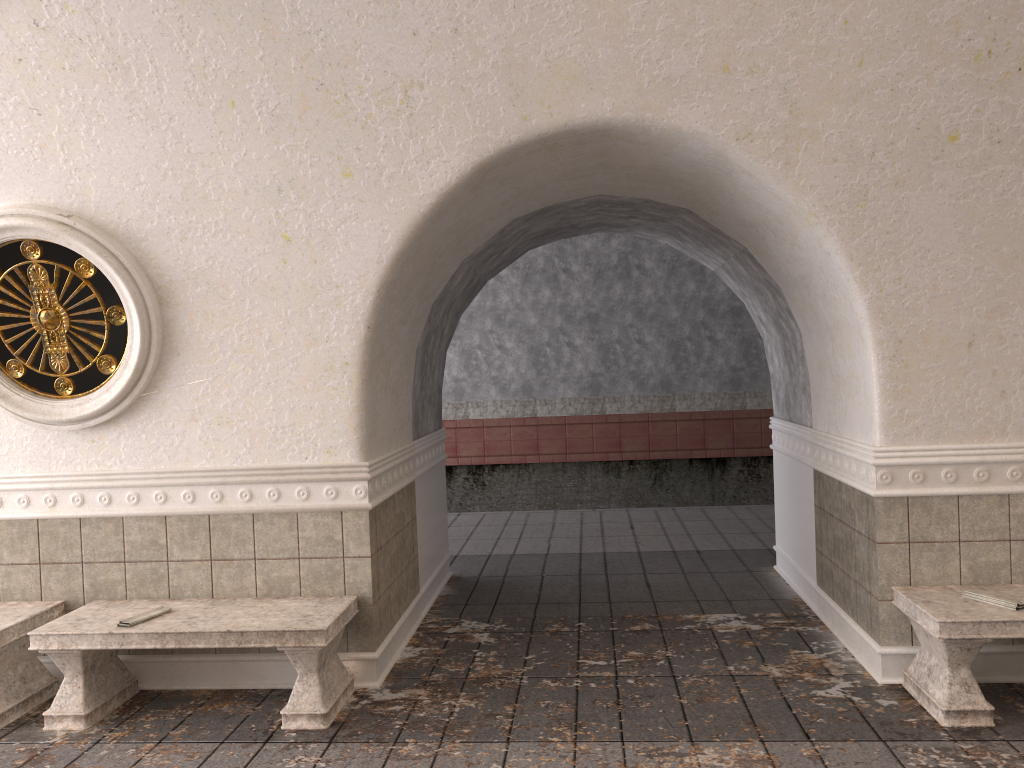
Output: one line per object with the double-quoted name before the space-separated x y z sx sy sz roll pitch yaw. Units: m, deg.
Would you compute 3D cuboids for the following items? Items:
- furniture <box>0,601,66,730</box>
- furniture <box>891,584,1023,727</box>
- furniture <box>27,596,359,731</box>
"furniture" -3.280 1.507 4.761 1.509 0.508 0.613 -2 1 5
"furniture" 2.702 1.282 4.242 1.509 0.508 0.613 -2 1 5
"furniture" -1.606 1.444 4.616 1.509 0.508 0.613 -2 1 5
